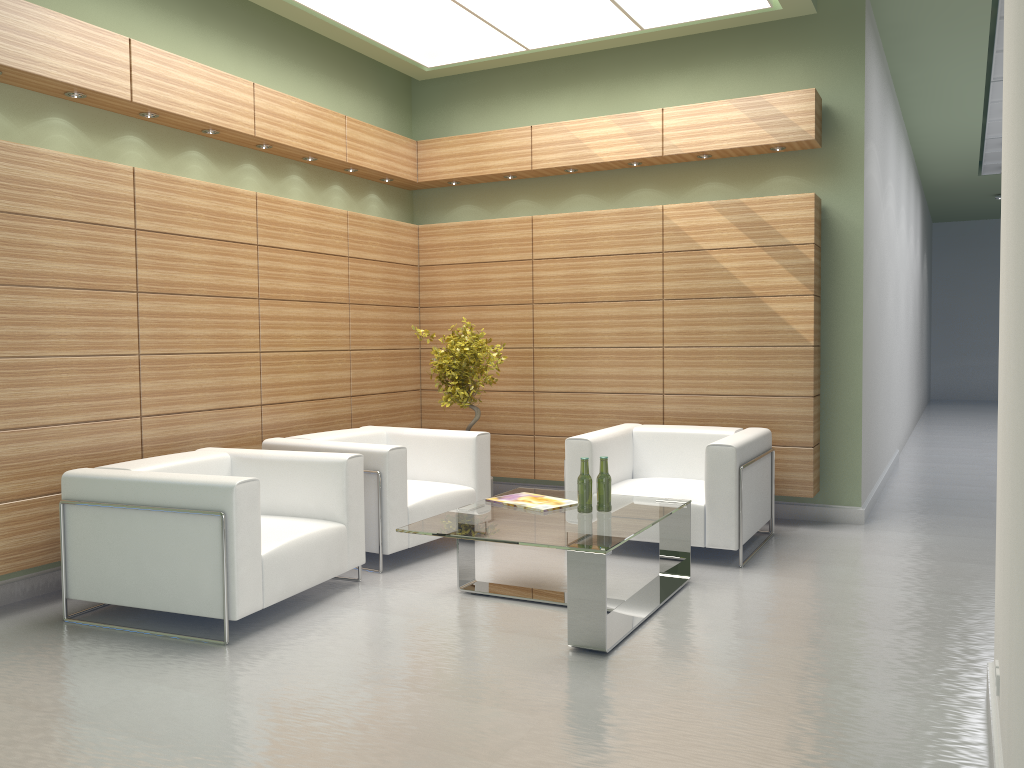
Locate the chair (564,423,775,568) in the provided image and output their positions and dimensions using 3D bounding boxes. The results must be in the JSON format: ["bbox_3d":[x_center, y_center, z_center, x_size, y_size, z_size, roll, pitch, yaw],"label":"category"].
[{"bbox_3d":[1.762,1.143,9.779,1.894,1.234,1.802,1,3,27],"label":"chair"}]

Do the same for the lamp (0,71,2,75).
[{"bbox_3d":[-4.310,-2.602,7.313,0.181,0.074,0.181,-1,3,-1],"label":"lamp"}]

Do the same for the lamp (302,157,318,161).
[{"bbox_3d":[-2.482,-2.790,10.893,0.181,0.074,0.181,0,3,10],"label":"lamp"}]

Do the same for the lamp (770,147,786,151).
[{"bbox_3d":[3.173,-2.834,10.582,0.181,0.074,0.181,0,3,21],"label":"lamp"}]

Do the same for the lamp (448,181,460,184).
[{"bbox_3d":[-0.824,-2.889,12.621,0.181,0.074,0.181,0,3,21],"label":"lamp"}]

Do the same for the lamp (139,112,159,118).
[{"bbox_3d":[-3.579,-2.677,8.744,0.181,0.074,0.181,0,3,10],"label":"lamp"}]

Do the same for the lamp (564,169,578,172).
[{"bbox_3d":[0.786,-2.867,11.800,0.181,0.074,0.181,-1,3,-12],"label":"lamp"}]

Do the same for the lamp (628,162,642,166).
[{"bbox_3d":[1.580,-2.856,11.395,0.181,0.074,0.181,0,3,21],"label":"lamp"}]

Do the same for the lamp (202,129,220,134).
[{"bbox_3d":[-3.214,-2.715,9.458,0.181,0.074,0.181,-1,3,-1],"label":"lamp"}]

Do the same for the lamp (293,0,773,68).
[{"bbox_3d":[-0.254,-4.300,8.739,4.571,0.325,5.060,1,3,27],"label":"lamp"}]

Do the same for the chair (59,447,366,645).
[{"bbox_3d":[-2.507,1.284,7.733,1.802,1.234,1.894,0,3,22],"label":"chair"}]

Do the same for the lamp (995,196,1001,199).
[{"bbox_3d":[14.304,-5.438,25.565,0.657,0.159,0.286,1,3,27],"label":"lamp"}]

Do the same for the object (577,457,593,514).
[{"bbox_3d":[0.624,0.866,7.605,0.131,0.475,0.131,-1,3,-8],"label":"object"}]

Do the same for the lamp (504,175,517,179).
[{"bbox_3d":[-0.024,-2.878,12.213,0.181,0.074,0.181,0,3,21],"label":"lamp"}]

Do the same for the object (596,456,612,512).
[{"bbox_3d":[0.795,0.862,7.654,0.131,0.475,0.131,-1,3,-8],"label":"object"}]

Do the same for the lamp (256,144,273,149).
[{"bbox_3d":[-2.844,-2.753,10.182,0.181,0.074,0.181,0,3,10],"label":"lamp"}]

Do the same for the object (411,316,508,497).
[{"bbox_3d":[-0.662,0.426,11.196,1.201,2.565,1.116,-1,3,-5],"label":"object"}]

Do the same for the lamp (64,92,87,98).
[{"bbox_3d":[-3.948,-2.639,8.022,0.181,0.074,0.181,0,3,10],"label":"lamp"}]

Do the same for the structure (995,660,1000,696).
[{"bbox_3d":[2.654,1.605,4.847,0.017,0.118,0.262,1,3,27],"label":"structure"}]

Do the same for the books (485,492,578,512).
[{"bbox_3d":[0.196,1.073,8.084,0.508,0.025,0.762,-3,4,-43],"label":"books"}]

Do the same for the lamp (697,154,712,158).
[{"bbox_3d":[2.385,-2.845,10.985,0.181,0.074,0.181,-1,3,-12],"label":"lamp"}]

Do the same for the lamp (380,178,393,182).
[{"bbox_3d":[-1.742,-2.866,12.341,0.181,0.074,0.181,0,3,10],"label":"lamp"}]

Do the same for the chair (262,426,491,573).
[{"bbox_3d":[-1.436,1.175,9.793,1.769,1.234,1.894,1,3,32],"label":"chair"}]

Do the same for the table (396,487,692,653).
[{"bbox_3d":[0.368,1.479,7.623,1.783,0.742,2.197,1,3,27],"label":"table"}]

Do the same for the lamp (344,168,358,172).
[{"bbox_3d":[-2.109,-2.828,11.622,0.181,0.074,0.181,-1,3,-1],"label":"lamp"}]
